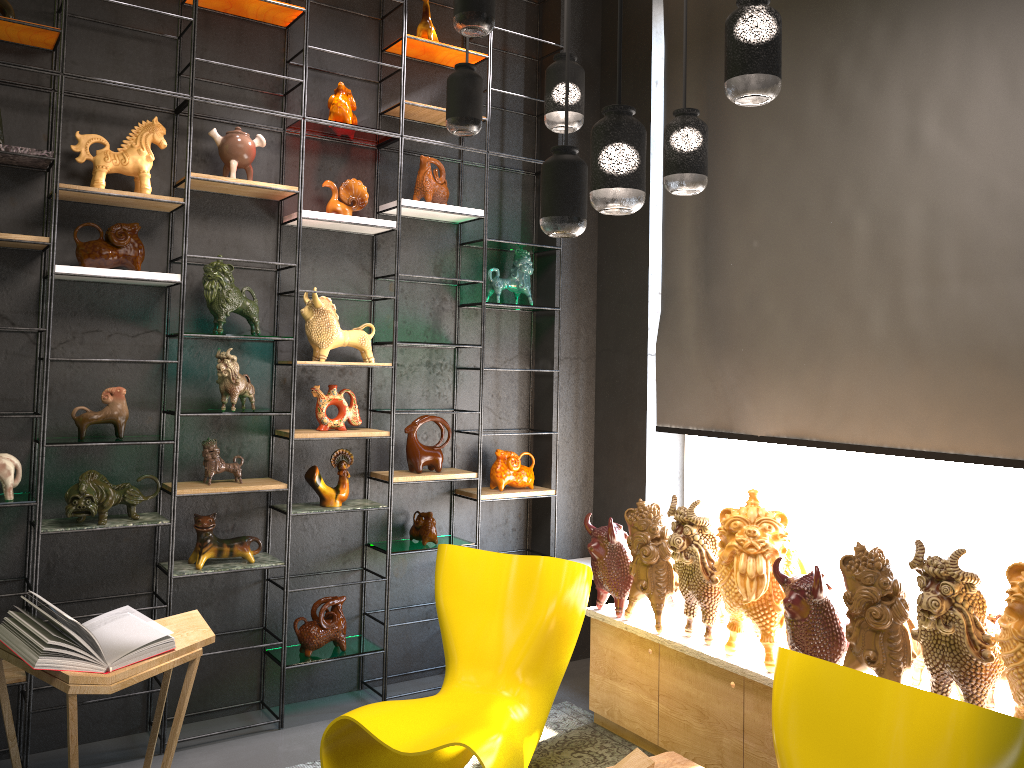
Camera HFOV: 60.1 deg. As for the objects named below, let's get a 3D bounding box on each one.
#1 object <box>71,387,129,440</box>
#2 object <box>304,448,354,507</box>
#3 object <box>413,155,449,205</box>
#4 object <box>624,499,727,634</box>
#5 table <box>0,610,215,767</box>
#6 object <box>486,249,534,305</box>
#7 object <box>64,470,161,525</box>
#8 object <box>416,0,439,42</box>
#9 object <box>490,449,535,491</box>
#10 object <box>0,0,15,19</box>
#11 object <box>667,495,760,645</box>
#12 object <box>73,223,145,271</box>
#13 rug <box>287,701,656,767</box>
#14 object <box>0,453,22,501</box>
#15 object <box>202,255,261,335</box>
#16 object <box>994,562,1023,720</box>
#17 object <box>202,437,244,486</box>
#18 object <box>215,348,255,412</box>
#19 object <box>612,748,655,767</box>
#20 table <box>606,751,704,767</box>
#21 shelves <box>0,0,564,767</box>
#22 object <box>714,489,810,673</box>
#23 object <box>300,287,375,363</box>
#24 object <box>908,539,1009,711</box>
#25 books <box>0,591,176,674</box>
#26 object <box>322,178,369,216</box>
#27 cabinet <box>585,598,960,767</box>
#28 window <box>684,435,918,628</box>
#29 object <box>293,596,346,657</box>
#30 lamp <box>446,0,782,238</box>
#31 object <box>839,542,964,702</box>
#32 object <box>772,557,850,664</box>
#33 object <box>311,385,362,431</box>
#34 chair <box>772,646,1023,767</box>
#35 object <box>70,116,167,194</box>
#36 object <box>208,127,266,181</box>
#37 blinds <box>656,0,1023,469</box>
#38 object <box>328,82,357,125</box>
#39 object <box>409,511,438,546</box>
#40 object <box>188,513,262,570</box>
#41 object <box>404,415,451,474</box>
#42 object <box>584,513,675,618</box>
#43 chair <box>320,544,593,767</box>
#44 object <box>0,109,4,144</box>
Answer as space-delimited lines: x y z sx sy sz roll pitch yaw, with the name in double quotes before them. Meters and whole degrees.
"object" -1.698 0.121 3.655 0.119 0.221 0.211 -1 -2 40
"object" -0.858 0.443 4.199 0.227 0.271 0.123 2 -3 -34
"object" -0.406 -1.031 4.564 0.126 0.250 0.253 0 -2 26
"object" 0.714 0.772 3.843 0.474 0.547 0.249 2 -3 -26
"table" -1.447 1.215 3.136 0.732 0.621 0.496 2 -2 -33
"object" -0.009 -0.591 4.824 0.289 0.333 0.152 3 -3 -41
"object" -1.673 0.457 3.643 0.192 0.221 0.402 1 0 26
"object" -0.431 -1.876 4.618 0.097 0.291 0.289 1 -1 5
"object" 0.007 0.460 4.778 0.277 0.223 0.138 2 -2 -33
"object" -2.050 -1.593 3.458 0.198 0.360 0.116 3 -3 -34
"object" 0.811 0.750 3.645 0.429 0.581 0.271 3 -3 -41
"object" -1.681 -0.576 3.696 0.277 0.223 0.138 2 -2 -34
"rug" 0.360 1.578 2.192 2.186 0.010 3.594 1 1 -34
"object" -2.073 0.294 3.397 0.341 0.305 0.164 2 -2 -29
"object" -1.258 -0.395 3.960 0.255 0.357 0.167 2 -3 -29
"object" 1.575 0.749 2.485 0.468 0.657 0.307 2 -3 -29
"object" -1.287 0.343 3.938 0.183 0.211 0.096 2 -3 -31
"object" -1.239 -0.019 3.931 0.131 0.281 0.207 1 -2 14
"object" 0.332 1.199 2.549 0.519 0.137 0.350 1 1 -39
"table" 0.388 1.423 2.545 0.827 0.310 0.694 1 0 -34
"shelves" -1.048 -0.441 4.126 2.988 3.922 0.274 2 -3 -34
"object" 0.980 0.722 3.375 0.468 0.657 0.307 2 -3 -29
"object" -0.832 -0.274 4.233 0.369 0.353 0.175 2 -2 -29
"object" 1.407 0.777 2.755 0.429 0.581 0.271 3 -3 -41
"books" -1.516 0.867 3.156 0.400 0.233 0.481 1 0 43
"object" -0.808 -0.902 4.295 0.233 0.210 0.107 2 -2 -17
"cabinet" 1.246 1.323 2.994 0.403 0.531 2.729 2 0 -34
"window" 1.622 -0.551 3.961 0.051 3.178 2.306 3 -3 -34
"object" -0.897 1.129 4.129 0.253 0.250 0.126 2 -2 -34
"lamp" -0.664 -1.534 1.724 2.676 2.280 2.837 1 -1 10
"object" 1.309 0.799 2.953 0.474 0.547 0.249 2 -3 -26
"object" 1.132 0.832 3.129 0.462 0.442 0.219 2 -2 -29
"object" -0.842 0.115 4.243 0.267 0.224 0.060 2 -3 -33
"chair" 0.762 1.146 2.017 1.067 0.900 0.657 2 -2 -39
"object" -1.655 -0.972 3.735 0.375 0.364 0.169 2 -3 -38
"object" -1.244 -1.033 4.005 0.164 0.267 0.236 0 -2 28
"blinds" -0.461 -0.719 5.722 3.520 3.317 12.697 2 1 -13
"object" -0.834 -1.348 4.363 0.138 0.223 0.277 1 -1 -3
"object" -0.452 0.722 4.489 0.105 0.169 0.210 3 -1 -34
"object" -1.253 0.679 3.906 0.309 0.236 0.155 2 -2 -30
"object" -0.437 0.304 4.489 0.248 0.291 0.114 2 -3 -34
"object" 0.537 0.805 4.019 0.462 0.442 0.219 2 -2 -29
"chair" -0.119 1.105 3.349 0.658 0.899 1.066 0 -1 26
"object" -2.113 -1.047 3.493 0.253 0.250 0.126 1 -2 31
